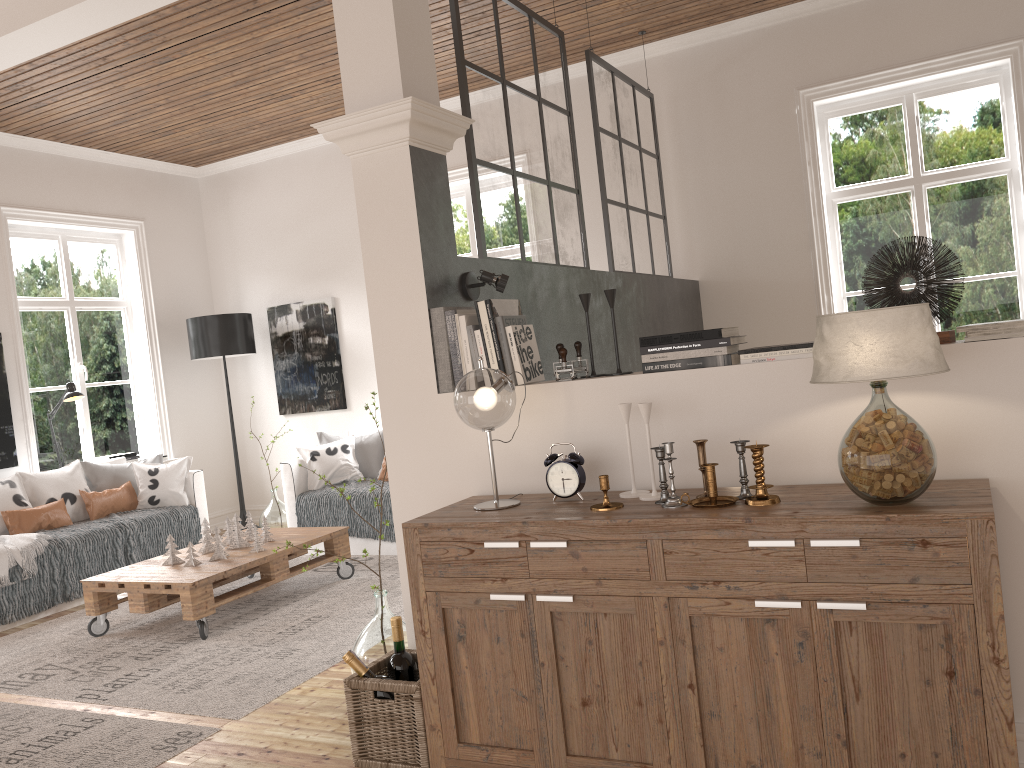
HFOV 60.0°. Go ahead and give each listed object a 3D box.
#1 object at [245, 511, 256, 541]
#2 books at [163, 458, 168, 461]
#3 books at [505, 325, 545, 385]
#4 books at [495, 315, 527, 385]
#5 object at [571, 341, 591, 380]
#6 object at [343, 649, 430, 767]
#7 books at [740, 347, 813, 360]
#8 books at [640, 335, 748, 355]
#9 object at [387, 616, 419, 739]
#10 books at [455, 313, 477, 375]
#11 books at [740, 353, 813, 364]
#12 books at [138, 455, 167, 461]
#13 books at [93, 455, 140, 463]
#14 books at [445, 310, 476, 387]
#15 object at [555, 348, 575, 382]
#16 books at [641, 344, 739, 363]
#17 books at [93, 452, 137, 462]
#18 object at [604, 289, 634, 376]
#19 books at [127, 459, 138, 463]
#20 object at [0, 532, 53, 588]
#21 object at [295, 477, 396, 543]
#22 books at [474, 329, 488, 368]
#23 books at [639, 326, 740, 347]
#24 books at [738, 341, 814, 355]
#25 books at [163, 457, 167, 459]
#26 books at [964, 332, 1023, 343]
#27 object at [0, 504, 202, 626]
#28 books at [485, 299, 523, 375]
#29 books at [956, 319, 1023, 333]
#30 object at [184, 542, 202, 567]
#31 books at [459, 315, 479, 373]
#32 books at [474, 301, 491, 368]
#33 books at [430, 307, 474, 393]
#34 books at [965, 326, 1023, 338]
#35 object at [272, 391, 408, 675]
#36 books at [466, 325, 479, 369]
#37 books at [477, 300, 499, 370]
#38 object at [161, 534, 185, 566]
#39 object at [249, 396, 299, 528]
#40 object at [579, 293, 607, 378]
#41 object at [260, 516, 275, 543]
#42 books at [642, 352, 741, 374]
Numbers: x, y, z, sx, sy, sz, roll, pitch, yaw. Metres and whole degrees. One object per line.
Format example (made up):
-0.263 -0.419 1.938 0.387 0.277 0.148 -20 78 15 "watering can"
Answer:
-1.498 0.804 5.065 0.090 0.176 0.090 -7 2 -11 "object"
-2.885 0.618 7.009 0.187 0.014 0.253 -6 2 27 "books"
0.042 -0.094 2.795 0.045 0.185 0.152 -6 2 27 "books"
0.017 -0.108 2.807 0.047 0.219 0.171 -6 2 27 "books"
0.207 -0.073 2.714 0.058 0.117 0.032 -5 2 38 "object"
-0.309 0.996 2.720 0.276 0.270 0.276 -6 2 27 "object"
0.768 -0.090 2.437 0.248 0.014 0.187 -6 2 25 "books"
0.527 -0.112 2.563 0.258 0.023 0.212 -6 2 27 "books"
-0.345 0.924 2.804 0.095 0.377 0.095 -7 2 -27 "object"
-0.113 -0.108 2.885 0.019 0.243 0.205 -6 2 27 "books"
0.773 -0.077 2.435 0.253 0.014 0.187 -6 2 27 "books"
-2.896 0.592 7.010 0.202 0.012 0.251 -6 2 29 "books"
-3.020 0.581 6.767 0.212 0.023 0.258 -6 2 27 "books"
-0.138 -0.113 2.891 0.046 0.257 0.193 -6 2 27 "books"
0.159 -0.059 2.686 0.058 0.102 0.032 -6 2 22 "object"
0.518 -0.088 2.560 0.242 0.023 0.191 -6 2 25 "books"
-3.025 0.556 6.757 0.190 0.028 0.239 -6 2 29 "books"
0.311 -0.156 2.679 0.085 0.259 0.085 -7 2 -22 "object"
-3.014 0.603 6.757 0.191 0.023 0.242 -6 2 25 "books"
-2.992 0.986 5.084 0.729 0.255 0.588 -5 2 31 "object"
-0.567 0.783 5.844 1.704 0.390 0.656 -6 2 27 "object"
-0.063 -0.083 2.821 0.042 0.185 0.125 -6 2 27 "books"
0.515 -0.137 2.564 0.239 0.028 0.190 -6 2 29 "books"
0.772 -0.104 2.442 0.251 0.012 0.202 -6 2 29 "books"
-2.890 0.605 7.006 0.187 0.014 0.248 -6 2 25 "books"
1.257 -0.125 2.187 0.251 0.012 0.202 -6 2 29 "books"
-2.769 1.085 5.475 0.651 0.423 1.680 -6 2 28 "object"
-0.003 -0.134 2.830 0.048 0.274 0.210 -6 2 27 "books"
1.256 -0.152 2.194 0.253 0.014 0.187 -5 2 37 "books"
-1.636 0.862 4.520 0.068 0.124 0.072 -6 2 12 "object"
-0.097 -0.106 2.878 0.031 0.236 0.200 -6 2 27 "books"
-0.042 -0.131 2.845 0.038 0.274 0.200 -6 2 27 "books"
-0.180 -0.116 2.915 0.050 0.271 0.200 -6 2 27 "books"
1.261 -0.138 2.192 0.248 0.014 0.187 -6 2 25 "books"
-0.617 0.599 3.207 0.515 1.117 0.275 -7 2 -6 "object"
-0.083 -0.089 2.835 0.044 0.203 0.141 -6 2 27 "books"
-0.024 -0.131 2.839 0.054 0.272 0.200 -6 2 27 "books"
-1.766 0.855 4.610 0.093 0.161 0.088 -5 2 36 "object"
-1.758 0.622 6.859 0.275 1.117 0.515 -5 2 44 "object"
0.240 -0.150 2.747 0.085 0.259 0.085 -7 2 -22 "object"
-1.379 0.808 4.964 0.075 0.147 0.075 -7 2 -31 "object"
0.532 -0.062 2.563 0.258 0.032 0.191 -6 2 29 "books"
